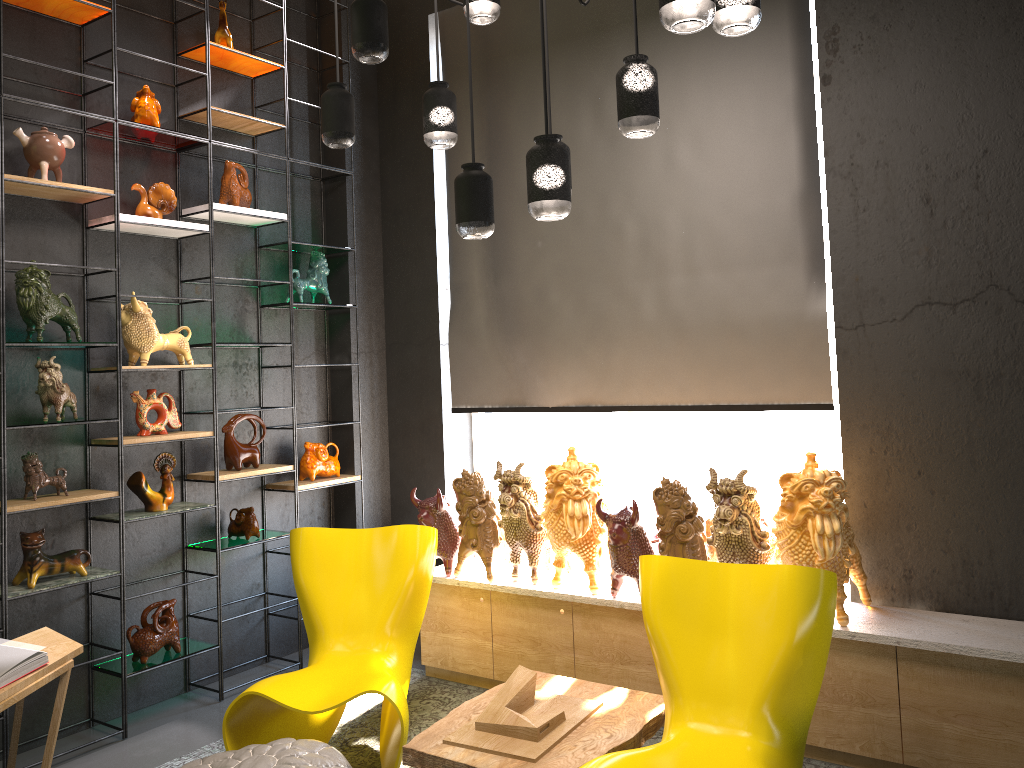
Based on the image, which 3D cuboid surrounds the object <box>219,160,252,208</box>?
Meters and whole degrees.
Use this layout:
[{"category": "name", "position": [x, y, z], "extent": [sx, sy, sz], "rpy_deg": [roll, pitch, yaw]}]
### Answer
[{"category": "object", "position": [-1.458, -1.034, 4.679], "extent": [0.126, 0.250, 0.253], "rpy_deg": [-3, -1, 5]}]

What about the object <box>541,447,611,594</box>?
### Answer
[{"category": "object", "position": [0.333, 0.608, 4.086], "extent": [0.306, 0.657, 0.469], "rpy_deg": [-4, -3, 40]}]

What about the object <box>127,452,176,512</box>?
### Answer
[{"category": "object", "position": [-1.686, 0.463, 4.182], "extent": [0.123, 0.271, 0.227], "rpy_deg": [-4, -2, 35]}]

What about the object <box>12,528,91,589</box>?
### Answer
[{"category": "object", "position": [-1.937, 0.720, 3.766], "extent": [0.155, 0.236, 0.309], "rpy_deg": [-4, -1, 39]}]

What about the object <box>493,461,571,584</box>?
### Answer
[{"category": "object", "position": [0.080, 0.651, 4.277], "extent": [0.271, 0.581, 0.429], "rpy_deg": [-4, -2, 28]}]

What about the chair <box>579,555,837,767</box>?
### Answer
[{"category": "chair", "position": [0.639, 1.025, 2.744], "extent": [0.657, 0.899, 1.069], "rpy_deg": [-3, -1, 30]}]

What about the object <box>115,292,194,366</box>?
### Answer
[{"category": "object", "position": [-1.704, -0.254, 4.219], "extent": [0.174, 0.353, 0.369], "rpy_deg": [-4, -2, 40]}]

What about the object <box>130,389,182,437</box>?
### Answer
[{"category": "object", "position": [-1.700, 0.135, 4.228], "extent": [0.060, 0.224, 0.267], "rpy_deg": [-4, -2, 36]}]

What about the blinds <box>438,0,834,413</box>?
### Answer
[{"category": "blinds", "position": [-1.915, -0.701, 5.739], "extent": [3.525, 3.318, 12.681], "rpy_deg": [-2, 0, -35]}]

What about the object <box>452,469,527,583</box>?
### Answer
[{"category": "object", "position": [-0.082, 0.682, 4.426], "extent": [0.248, 0.547, 0.475], "rpy_deg": [-5, -3, 43]}]

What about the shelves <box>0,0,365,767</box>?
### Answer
[{"category": "shelves", "position": [-1.872, -0.409, 4.041], "extent": [0.274, 3.921, 2.991], "rpy_deg": [-5, -3, 35]}]

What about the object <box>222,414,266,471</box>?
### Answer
[{"category": "object", "position": [-1.405, 0.301, 4.605], "extent": [0.114, 0.291, 0.249], "rpy_deg": [-4, -2, 35]}]

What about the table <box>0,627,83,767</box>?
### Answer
[{"category": "table", "position": [-1.818, 1.258, 2.982], "extent": [0.495, 0.621, 0.733], "rpy_deg": [-3, -1, 36]}]

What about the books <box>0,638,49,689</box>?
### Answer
[{"category": "books", "position": [-1.904, 0.915, 2.973], "extent": [0.400, 0.233, 0.481], "rpy_deg": [-2, 0, 22]}]

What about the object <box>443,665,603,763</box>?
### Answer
[{"category": "object", "position": [0.048, 1.114, 3.083], "extent": [0.350, 0.137, 0.520], "rpy_deg": [-2, 1, 30]}]

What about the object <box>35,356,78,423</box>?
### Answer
[{"category": "object", "position": [-1.963, 0.023, 3.791], "extent": [0.131, 0.281, 0.207], "rpy_deg": [-2, -2, -7]}]

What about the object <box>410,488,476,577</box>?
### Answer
[{"category": "object", "position": [-0.309, 0.730, 4.525], "extent": [0.219, 0.442, 0.463], "rpy_deg": [-4, -2, 40]}]

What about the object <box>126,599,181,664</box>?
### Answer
[{"category": "object", "position": [-1.669, 1.149, 4.106], "extent": [0.126, 0.250, 0.253], "rpy_deg": [-4, -2, 35]}]

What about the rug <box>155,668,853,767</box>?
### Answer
[{"category": "rug", "position": [0.219, 1.486, 2.763], "extent": [3.589, 0.010, 2.190], "rpy_deg": [-2, 1, 35]}]

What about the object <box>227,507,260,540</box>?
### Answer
[{"category": "object", "position": [-1.402, 0.719, 4.602], "extent": [0.210, 0.169, 0.105], "rpy_deg": [-3, -2, 34]}]

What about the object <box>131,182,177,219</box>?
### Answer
[{"category": "object", "position": [-1.729, -0.882, 4.283], "extent": [0.233, 0.210, 0.107], "rpy_deg": [-2, -2, -38]}]

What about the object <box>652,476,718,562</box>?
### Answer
[{"category": "object", "position": [0.795, 0.657, 3.814], "extent": [0.248, 0.547, 0.475], "rpy_deg": [-5, -3, 43]}]

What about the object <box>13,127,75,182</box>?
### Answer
[{"category": "object", "position": [-2.036, -0.989, 3.853], "extent": [0.164, 0.267, 0.237], "rpy_deg": [-3, -1, 6]}]

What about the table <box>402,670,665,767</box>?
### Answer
[{"category": "table", "position": [0.111, 1.335, 3.101], "extent": [0.693, 0.310, 0.829], "rpy_deg": [-2, 0, 35]}]

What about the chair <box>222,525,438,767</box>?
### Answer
[{"category": "chair", "position": [-0.665, 1.063, 3.664], "extent": [0.658, 0.899, 1.067], "rpy_deg": [-2, -1, 5]}]

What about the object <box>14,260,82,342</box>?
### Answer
[{"category": "object", "position": [-2.006, -0.351, 3.809], "extent": [0.167, 0.357, 0.255], "rpy_deg": [-4, -3, 40]}]

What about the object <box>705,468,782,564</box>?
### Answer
[{"category": "object", "position": [0.956, 0.625, 3.665], "extent": [0.271, 0.581, 0.429], "rpy_deg": [-4, -2, 28]}]

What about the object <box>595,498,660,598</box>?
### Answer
[{"category": "object", "position": [0.568, 0.704, 3.913], "extent": [0.219, 0.442, 0.463], "rpy_deg": [-4, -2, 40]}]

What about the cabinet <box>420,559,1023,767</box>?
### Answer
[{"category": "cabinet", "position": [0.743, 1.184, 3.832], "extent": [2.724, 0.532, 0.404], "rpy_deg": [-2, -1, 35]}]

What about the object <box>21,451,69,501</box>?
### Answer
[{"category": "object", "position": [-1.995, 0.387, 3.782], "extent": [0.096, 0.211, 0.183], "rpy_deg": [-4, -2, 38]}]

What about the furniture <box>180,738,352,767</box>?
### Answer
[{"category": "furniture", "position": [-0.779, 1.335, 2.669], "extent": [0.678, 0.384, 0.679], "rpy_deg": [-2, 0, 35]}]

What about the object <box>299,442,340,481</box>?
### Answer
[{"category": "object", "position": [-1.090, 0.431, 5.038], "extent": [0.138, 0.223, 0.278], "rpy_deg": [-4, -1, 35]}]

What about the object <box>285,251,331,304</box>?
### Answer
[{"category": "object", "position": [-1.165, -0.616, 5.069], "extent": [0.151, 0.333, 0.289], "rpy_deg": [-4, -2, 27]}]

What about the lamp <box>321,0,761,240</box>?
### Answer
[{"category": "lamp", "position": [-0.691, -1.561, 1.937], "extent": [2.676, 2.280, 2.837], "rpy_deg": [-2, -1, -11]}]

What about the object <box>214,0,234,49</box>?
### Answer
[{"category": "object", "position": [-1.535, -1.875, 4.717], "extent": [0.097, 0.291, 0.289], "rpy_deg": [-1, -1, -17]}]

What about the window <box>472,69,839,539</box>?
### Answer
[{"category": "window", "position": [0.667, -0.697, 4.860], "extent": [2.303, 3.178, 0.051], "rpy_deg": [-4, -3, 35]}]

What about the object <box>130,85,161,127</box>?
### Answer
[{"category": "object", "position": [-1.796, -1.325, 4.335], "extent": [0.139, 0.223, 0.277], "rpy_deg": [-1, -1, -25]}]

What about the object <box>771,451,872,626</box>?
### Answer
[{"category": "object", "position": [1.209, 0.582, 3.475], "extent": [0.306, 0.657, 0.469], "rpy_deg": [-4, -3, 40]}]
